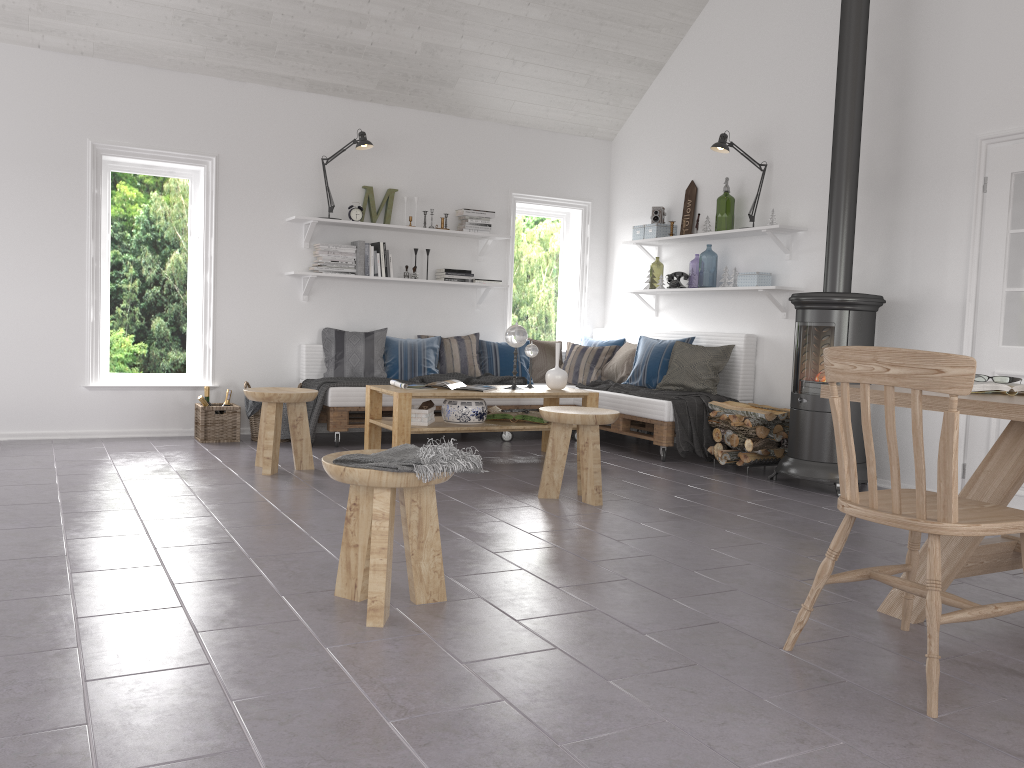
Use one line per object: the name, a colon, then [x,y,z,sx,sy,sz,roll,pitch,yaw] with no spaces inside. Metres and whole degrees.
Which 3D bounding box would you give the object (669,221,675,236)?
object: [1.291,-1.249,7.163,0.085,0.152,0.085,2,4,-5]

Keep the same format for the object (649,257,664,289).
object: [1.193,-0.910,7.307,0.111,0.270,0.111,2,4,-10]

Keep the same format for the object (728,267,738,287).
object: [1.643,-0.787,6.547,0.093,0.161,0.088,1,4,-19]

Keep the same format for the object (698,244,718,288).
object: [1.494,-0.894,6.755,0.137,0.335,0.137,-1,5,-39]

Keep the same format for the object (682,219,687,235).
object: [1.370,-1.236,7.053,0.052,0.148,0.052,4,4,23]

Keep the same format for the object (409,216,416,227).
object: [-0.808,-1.292,7.062,0.088,0.085,0.088,2,4,-6]

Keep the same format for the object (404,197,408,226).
object: [-0.866,-1.390,7.211,0.084,0.256,0.084,5,4,30]

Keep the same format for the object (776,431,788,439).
object: [1.661,0.311,5.991,0.098,0.067,0.467,0,4,-27]

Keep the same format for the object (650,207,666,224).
object: [1.221,-1.401,7.409,0.121,0.157,0.117,4,4,21]

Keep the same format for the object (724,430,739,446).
object: [1.646,0.357,6.032,0.463,0.109,0.110,0,4,-30]

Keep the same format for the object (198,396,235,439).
object: [-2.125,0.244,6.369,0.095,0.332,0.284,6,5,41]

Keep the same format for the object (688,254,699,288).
object: [1.431,-0.872,6.885,0.111,0.270,0.111,2,4,-10]

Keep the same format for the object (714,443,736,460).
object: [1.629,0.469,6.115,0.520,0.142,0.118,0,4,-25]

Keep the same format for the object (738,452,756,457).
object: [1.686,0.465,5.932,0.425,0.033,0.046,0,4,-28]

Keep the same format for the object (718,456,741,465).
object: [1.649,0.509,6.028,0.562,0.063,0.095,0,4,-28]

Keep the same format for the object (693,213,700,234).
object: [1.448,-1.236,6.928,0.092,0.172,0.177,4,4,29]

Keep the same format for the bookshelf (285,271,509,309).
bookshelf: [-0.892,-0.742,7.163,1.820,0.212,0.269,0,4,-28]

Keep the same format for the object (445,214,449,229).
object: [-0.542,-1.331,7.294,0.055,0.153,0.055,4,4,29]

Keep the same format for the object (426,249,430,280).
object: [-0.692,-0.974,7.272,0.085,0.259,0.085,5,4,30]

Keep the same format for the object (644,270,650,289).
object: [1.163,-0.880,7.399,0.107,0.195,0.113,1,4,-22]

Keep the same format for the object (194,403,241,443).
object: [-2.137,0.285,6.432,0.276,0.270,0.276,0,4,-28]

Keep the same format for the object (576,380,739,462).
object: [1.055,0.251,6.811,0.716,0.508,1.449,-1,5,-39]

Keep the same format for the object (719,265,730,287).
object: [1.609,-0.805,6.677,0.103,0.178,0.097,4,4,25]

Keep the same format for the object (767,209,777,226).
object: [1.824,-1.158,6.205,0.072,0.142,0.073,3,4,4]

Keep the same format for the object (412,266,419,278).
object: [-0.786,-0.902,7.202,0.058,0.117,0.032,1,4,-17]

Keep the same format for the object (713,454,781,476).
object: [1.668,0.526,6.035,0.478,0.118,0.456,0,4,-28]

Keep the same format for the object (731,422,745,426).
object: [1.662,0.251,5.911,0.529,0.048,0.059,0,4,-28]

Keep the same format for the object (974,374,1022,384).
object: [1.714,-0.017,3.136,0.135,0.030,0.141,-1,5,-44]

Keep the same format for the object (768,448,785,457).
object: [1.608,0.422,5.993,0.101,0.070,0.539,0,4,-27]

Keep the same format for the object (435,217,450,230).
object: [-0.564,-1.299,7.201,0.124,0.100,0.124,2,4,-6]

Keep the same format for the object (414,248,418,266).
object: [-0.789,-0.977,7.252,0.085,0.259,0.085,5,4,30]

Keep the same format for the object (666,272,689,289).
object: [1.327,-0.828,7.116,0.171,0.146,0.203,2,4,-5]

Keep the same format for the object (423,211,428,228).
object: [-0.703,-1.329,7.171,0.055,0.153,0.055,5,5,39]

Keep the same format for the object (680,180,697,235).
object: [1.427,-1.406,7.163,0.053,0.480,0.154,1,4,-23]

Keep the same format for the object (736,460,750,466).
object: [1.712,0.511,5.948,0.467,0.067,0.096,0,4,-28]

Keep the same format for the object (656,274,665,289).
object: [1.209,-0.829,7.195,0.068,0.124,0.072,-1,5,-44]

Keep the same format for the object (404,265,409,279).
object: [-0.854,-0.904,7.185,0.032,0.117,0.058,5,5,36]

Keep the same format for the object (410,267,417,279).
object: [-0.791,-0.891,7.146,0.058,0.102,0.032,0,5,-33]

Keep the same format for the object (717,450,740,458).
object: [1.631,0.468,6.036,0.561,0.050,0.057,0,4,-28]

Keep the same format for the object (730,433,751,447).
object: [1.695,0.375,5.942,0.561,0.102,0.102,0,4,-29]

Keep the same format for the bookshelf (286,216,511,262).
bookshelf: [-0.876,-1.151,7.135,1.820,0.212,0.269,0,4,-28]

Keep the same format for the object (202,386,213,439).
object: [-2.222,0.207,6.453,0.095,0.377,0.095,3,4,8]

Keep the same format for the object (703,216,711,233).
object: [1.487,-1.211,6.752,0.075,0.147,0.075,4,4,28]

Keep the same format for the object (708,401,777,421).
object: [1.525,0.177,5.918,0.115,0.079,0.571,0,4,-28]

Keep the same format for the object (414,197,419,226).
object: [-0.779,-1.386,7.205,0.084,0.256,0.084,5,4,30]

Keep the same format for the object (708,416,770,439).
object: [1.500,0.285,5.903,0.126,0.104,0.480,0,4,-27]

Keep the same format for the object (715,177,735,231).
object: [1.593,-1.332,6.611,0.136,0.415,0.136,3,4,5]

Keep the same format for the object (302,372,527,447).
object: [-0.753,0.164,6.885,1.892,0.533,0.685,0,4,-29]

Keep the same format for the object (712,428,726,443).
object: [1.613,0.349,6.144,0.516,0.107,0.103,0,4,-30]

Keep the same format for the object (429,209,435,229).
object: [-0.646,-1.329,7.147,0.066,0.160,0.066,-1,5,-42]
